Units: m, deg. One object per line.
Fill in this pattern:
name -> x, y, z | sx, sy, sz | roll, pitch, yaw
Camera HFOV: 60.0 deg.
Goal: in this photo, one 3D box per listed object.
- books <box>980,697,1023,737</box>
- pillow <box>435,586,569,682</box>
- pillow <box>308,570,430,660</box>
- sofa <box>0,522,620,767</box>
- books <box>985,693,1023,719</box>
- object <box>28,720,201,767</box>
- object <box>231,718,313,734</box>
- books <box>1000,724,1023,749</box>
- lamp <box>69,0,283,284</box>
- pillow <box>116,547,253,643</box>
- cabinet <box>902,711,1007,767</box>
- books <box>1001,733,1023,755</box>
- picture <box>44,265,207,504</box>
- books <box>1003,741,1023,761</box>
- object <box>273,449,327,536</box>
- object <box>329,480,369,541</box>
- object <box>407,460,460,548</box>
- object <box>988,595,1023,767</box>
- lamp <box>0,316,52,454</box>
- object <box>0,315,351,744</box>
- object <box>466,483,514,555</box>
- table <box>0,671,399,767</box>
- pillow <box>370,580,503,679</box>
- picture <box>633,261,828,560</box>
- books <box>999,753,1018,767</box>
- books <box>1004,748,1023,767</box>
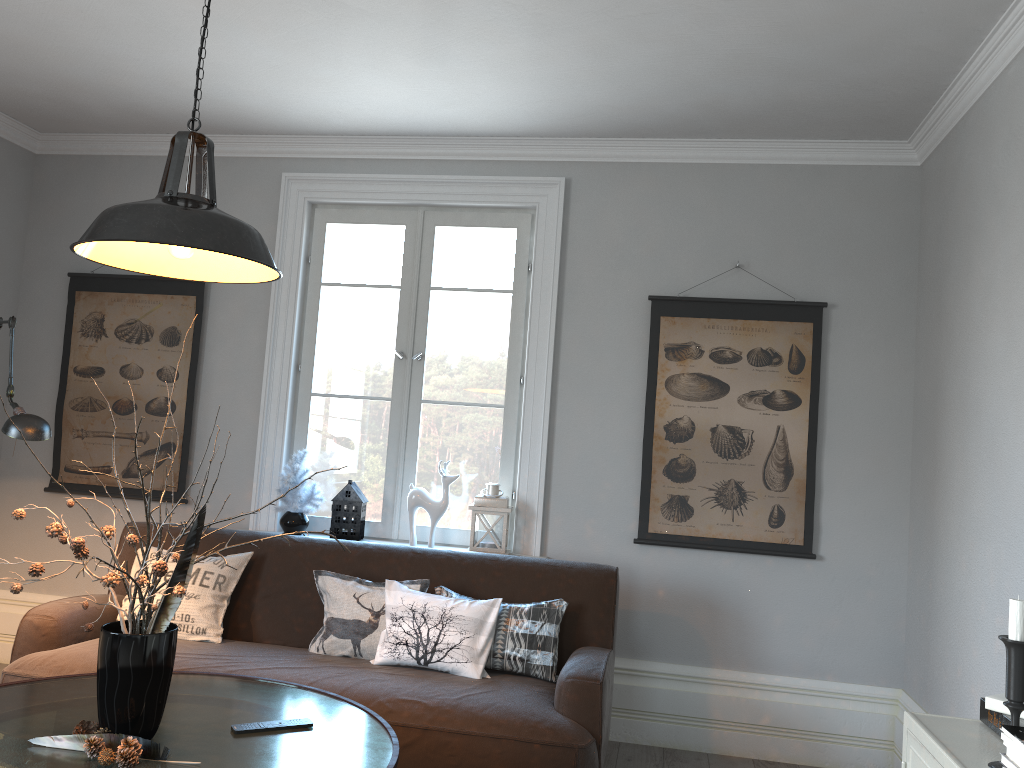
books -> 1.076, 0.683, 1.726 | 0.218, 0.049, 0.276 | 3, -4, 10
pillow -> -0.066, 0.940, 3.355 | 0.542, 0.288, 0.183 | 3, -5, 11
pillow -> -0.557, 0.905, 3.406 | 0.472, 0.348, 0.159 | 4, -5, 8
sofa -> -0.717, 1.046, 3.351 | 2.165, 0.825, 0.968 | 3, -4, 10
books -> 1.078, 0.649, 1.755 | 0.160, 0.024, 0.199 | 7, -5, -35
object -> -0.924, 0.833, 2.061 | 0.404, 0.067, 0.153 | 2, -5, 27
object -> -0.627, 0.895, 2.325 | 0.207, 0.011, 0.051 | 6, -5, -30
books -> 0.931, 0.576, 1.366 | 0.263, 0.008, 0.212 | 3, -4, 11
lamp -> -0.801, -0.837, 2.285 | 0.504, 1.076, 0.504 | 7, -5, -32
pillow -> -1.343, 0.850, 3.586 | 0.519, 0.369, 0.240 | 3, -4, 10
cabinet -> 0.899, 1.044, 1.294 | 0.408, 0.757, 1.151 | 3, -4, 10
books -> 0.927, 0.584, 1.359 | 0.260, 0.010, 0.196 | 3, -4, 8
picture -> -1.951, -0.079, 4.520 | 0.793, 1.314, 0.057 | 3, -5, 10
books -> 0.930, 0.594, 1.356 | 0.265, 0.010, 0.196 | 3, -4, 10
object -> -1.035, 0.510, 4.252 | 0.247, 0.424, 0.262 | 8, -6, -44
object -> -0.771, 0.597, 4.207 | 0.155, 0.285, 0.155 | 4, -4, 0
object -> -0.366, 0.551, 4.060 | 0.239, 0.410, 0.128 | 4, -5, 6
object -> 0.903, 0.535, 1.588 | 0.083, 0.311, 0.082 | 5, -5, -12
lamp -> -2.148, 0.564, 3.676 | 0.797, 1.645, 1.864 | 8, -6, -42
object -> -0.796, 0.338, 2.111 | 0.853, 1.066, 0.525 | 6, -5, -19
object -> -0.097, 0.616, 4.067 | 0.193, 0.322, 0.193 | 4, -4, 4
table -> -0.944, 1.114, 2.131 | 1.300, 0.503, 1.299 | 4, -4, 3
pillow -> -0.282, 0.906, 3.281 | 0.471, 0.309, 0.188 | 3, -5, 11
picture -> 0.986, 0.092, 3.999 | 0.793, 1.314, 0.057 | 3, -5, 10
books -> 0.934, 0.626, 1.359 | 0.271, 0.016, 0.222 | 3, -4, 10
books -> 0.925, 0.608, 1.359 | 0.251, 0.019, 0.200 | 3, -4, 12
